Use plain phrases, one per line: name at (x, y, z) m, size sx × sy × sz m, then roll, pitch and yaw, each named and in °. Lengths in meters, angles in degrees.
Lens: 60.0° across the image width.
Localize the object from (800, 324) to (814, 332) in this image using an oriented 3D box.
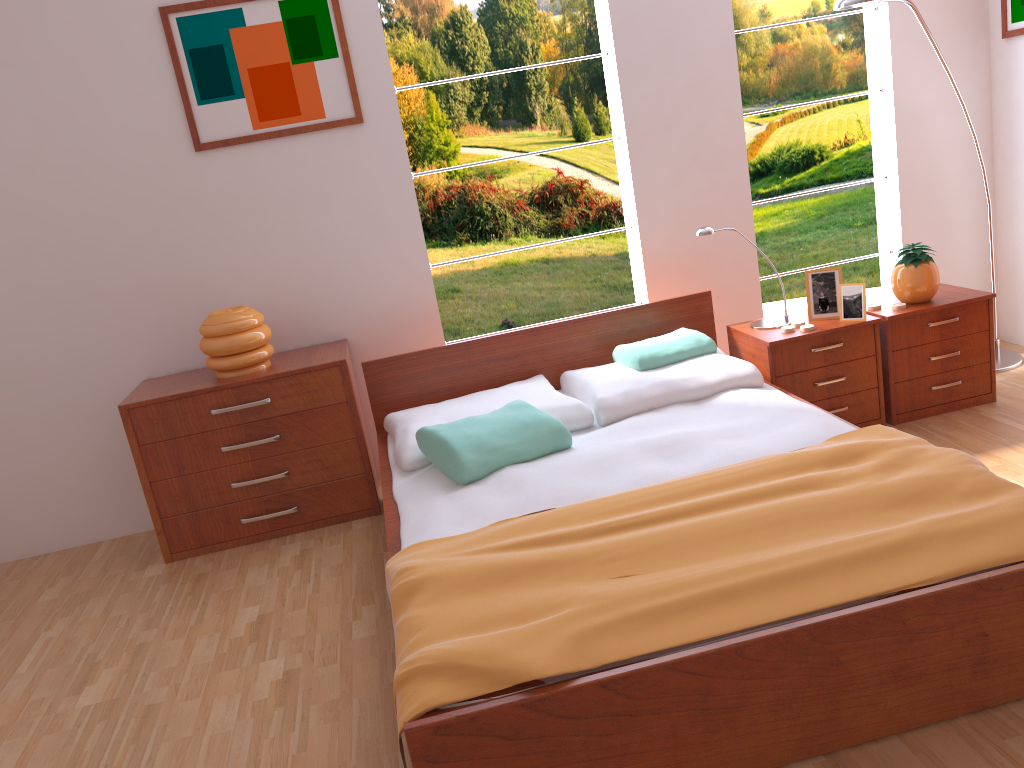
object at (1.083, -0.204, 3.254) m, size 0.049 × 0.018 × 0.049 m, roll -16°, pitch 16°, yaw -20°

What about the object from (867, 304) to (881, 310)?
object at (1.382, -0.293, 3.384) m, size 0.049 × 0.018 × 0.049 m, roll -16°, pitch 16°, yaw -20°

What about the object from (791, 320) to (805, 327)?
object at (1.076, -0.224, 3.335) m, size 0.049 × 0.018 × 0.049 m, roll -16°, pitch 16°, yaw -20°

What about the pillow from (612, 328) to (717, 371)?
pillow at (0.572, -0.122, 3.359) m, size 0.322 × 0.116 × 0.276 m, roll -13°, pitch 15°, yaw -10°

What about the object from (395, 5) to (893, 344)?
object at (0.612, -1.243, 3.700) m, size 2.205 × 1.815 × 0.033 m, roll -12°, pitch 15°, yaw -7°

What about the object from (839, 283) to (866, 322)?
object at (1.249, -0.299, 3.253) m, size 0.094 × 0.137 × 0.027 m, roll 1°, pitch 18°, yaw 36°

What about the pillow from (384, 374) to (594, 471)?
pillow at (-0.114, 0.138, 3.199) m, size 0.682 × 0.157 × 0.574 m, roll -14°, pitch 15°, yaw -13°

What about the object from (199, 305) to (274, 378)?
object at (-1.038, -0.163, 3.338) m, size 0.264 × 0.244 × 0.264 m, roll -8°, pitch 15°, yaw 9°

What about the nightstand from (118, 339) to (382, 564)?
nightstand at (-0.979, 0.247, 3.449) m, size 0.815 × 0.626 × 0.428 m, roll -12°, pitch 15°, yaw -7°

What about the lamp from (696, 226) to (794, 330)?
lamp at (0.890, -0.410, 3.350) m, size 0.337 × 0.421 × 0.163 m, roll -15°, pitch 16°, yaw -19°

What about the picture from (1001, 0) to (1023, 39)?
picture at (2.081, -1.623, 3.349) m, size 0.030 × 0.517 × 0.645 m, roll -12°, pitch 15°, yaw -7°

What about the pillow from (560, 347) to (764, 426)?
pillow at (0.544, -0.009, 3.304) m, size 0.630 × 0.182 × 0.574 m, roll -13°, pitch 15°, yaw -9°

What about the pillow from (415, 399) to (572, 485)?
pillow at (-0.059, 0.178, 2.856) m, size 0.425 × 0.164 × 0.334 m, roll -19°, pitch 17°, yaw -30°

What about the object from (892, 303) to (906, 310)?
object at (1.452, -0.290, 3.327) m, size 0.049 × 0.018 × 0.049 m, roll -16°, pitch 16°, yaw -20°

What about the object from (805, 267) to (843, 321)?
object at (1.179, -0.338, 3.341) m, size 0.131 × 0.191 × 0.037 m, roll -4°, pitch 16°, yaw 22°

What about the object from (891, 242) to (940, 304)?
object at (1.526, -0.420, 3.361) m, size 0.169 × 0.223 × 0.170 m, roll -18°, pitch 17°, yaw -27°

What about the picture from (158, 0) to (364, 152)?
picture at (-0.933, -1.194, 3.344) m, size 0.645 × 0.517 × 0.030 m, roll -12°, pitch 15°, yaw -7°

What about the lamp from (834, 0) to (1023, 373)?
lamp at (1.732, -0.787, 3.592) m, size 0.799 × 1.603 × 0.387 m, roll -20°, pitch 18°, yaw -33°

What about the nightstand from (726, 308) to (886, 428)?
nightstand at (1.138, -0.026, 3.441) m, size 0.439 × 0.442 × 0.377 m, roll -12°, pitch 15°, yaw -7°

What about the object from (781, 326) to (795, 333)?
object at (1.024, -0.202, 3.286) m, size 0.049 × 0.018 × 0.049 m, roll -16°, pitch 16°, yaw -20°

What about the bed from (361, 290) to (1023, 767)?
bed at (0.399, 0.244, 2.641) m, size 1.632 × 0.560 × 1.990 m, roll -12°, pitch 15°, yaw -7°

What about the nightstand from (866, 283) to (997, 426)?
nightstand at (1.589, -0.123, 3.499) m, size 0.439 × 0.442 × 0.377 m, roll -12°, pitch 15°, yaw -7°
